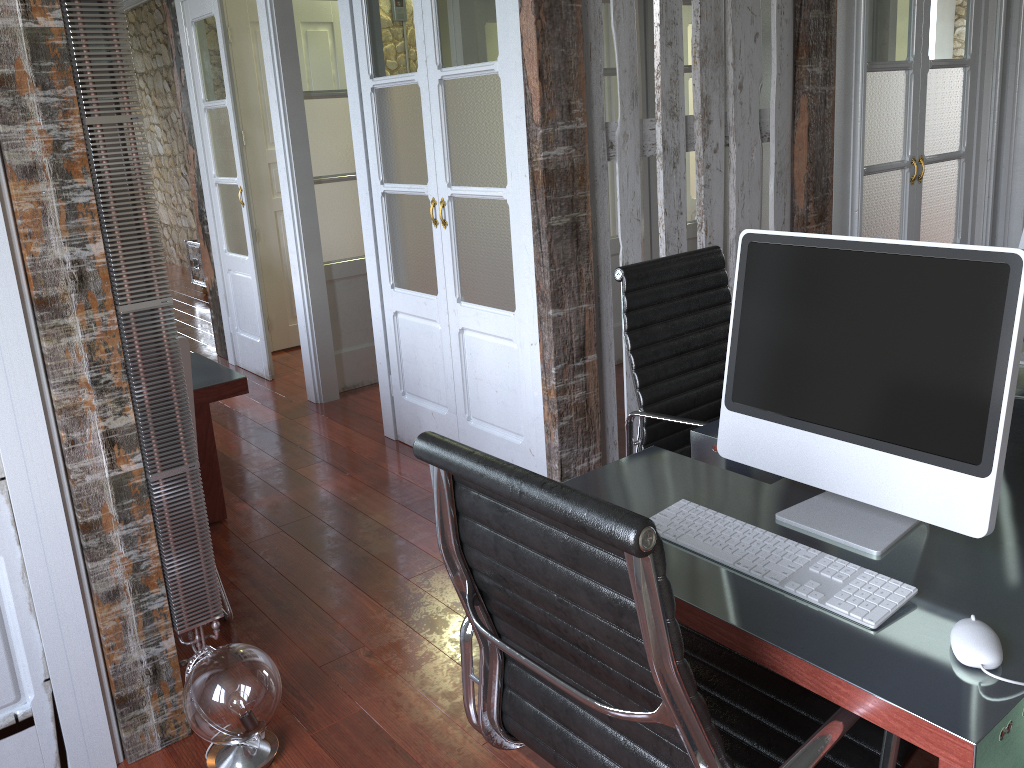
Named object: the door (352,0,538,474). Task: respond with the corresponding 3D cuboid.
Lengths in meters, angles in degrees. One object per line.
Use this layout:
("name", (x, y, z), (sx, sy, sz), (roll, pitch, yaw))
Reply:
("door", (-0.270, -0.684, 3.466), (0.041, 2.150, 1.065), (-15, 18, -36))

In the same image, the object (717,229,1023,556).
("object", (0.574, 0.000, 1.454), (0.191, 0.478, 0.487), (-15, 19, -36))

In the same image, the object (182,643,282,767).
("object", (-0.649, 0.785, 2.075), (0.235, 0.378, 0.223), (5, 17, 29))

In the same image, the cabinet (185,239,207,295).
("cabinet", (-2.326, -0.981, 7.698), (0.491, 0.503, 1.433), (-16, 20, -36))

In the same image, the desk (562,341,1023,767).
("desk", (1.380, 0.409, 1.979), (2.525, 0.718, 1.309), (-17, 21, -36))

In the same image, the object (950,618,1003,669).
("object", (0.598, 0.329, 1.142), (0.059, 0.028, 0.108), (2, 18, 20))

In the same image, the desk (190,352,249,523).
("desk", (-1.948, 0.291, 3.227), (1.456, 0.645, 1.724), (-16, 21, -36))

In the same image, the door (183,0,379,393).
("door", (-1.387, -1.052, 4.912), (1.189, 2.153, 0.488), (3, 16, 26))

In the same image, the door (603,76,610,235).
("door", (0.229, -1.347, 5.673), (1.084, 2.058, 0.041), (-15, 18, -36))

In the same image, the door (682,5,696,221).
("door", (1.625, -1.770, 6.733), (1.084, 2.058, 0.041), (-15, 18, -36))

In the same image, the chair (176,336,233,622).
("chair", (-1.191, 0.300, 2.603), (0.478, 0.907, 0.606), (-15, 19, -36))

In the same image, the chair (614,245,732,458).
("chair", (0.639, 0.185, 2.394), (0.671, 1.009, 0.703), (-18, 20, -41))

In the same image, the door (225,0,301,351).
("door", (-1.335, -1.377, 5.851), (0.874, 2.189, 0.146), (-15, 18, -36))

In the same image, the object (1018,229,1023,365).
("object", (1.396, -0.290, 2.210), (0.487, 0.478, 0.191), (-16, 19, -36))

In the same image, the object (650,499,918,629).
("object", (0.400, 0.270, 1.399), (0.119, 0.017, 0.442), (-16, 21, -35))

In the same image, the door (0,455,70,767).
("door", (-1.509, 0.010, 1.494), (1.168, 2.152, 0.041), (-15, 18, -36))

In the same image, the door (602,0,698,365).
("door", (0.770, -1.185, 5.025), (1.084, 2.058, 0.041), (-15, 18, -36))

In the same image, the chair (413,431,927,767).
("chair", (0.243, 0.521, 1.392), (0.703, 1.009, 0.670), (-14, 18, -32))
